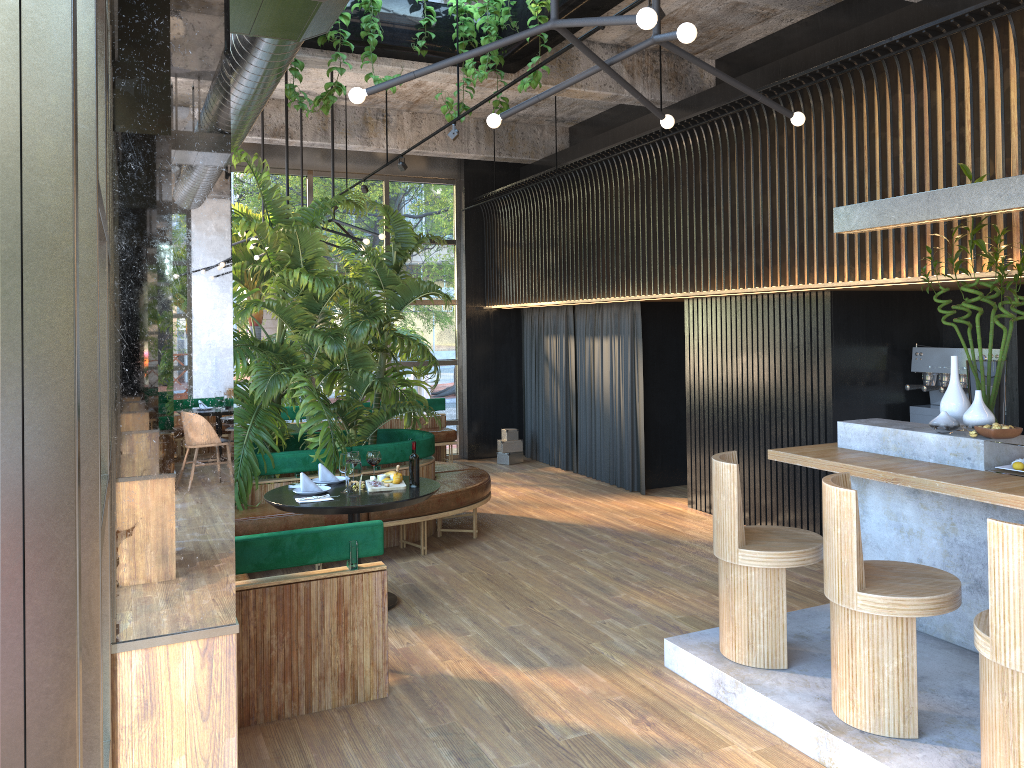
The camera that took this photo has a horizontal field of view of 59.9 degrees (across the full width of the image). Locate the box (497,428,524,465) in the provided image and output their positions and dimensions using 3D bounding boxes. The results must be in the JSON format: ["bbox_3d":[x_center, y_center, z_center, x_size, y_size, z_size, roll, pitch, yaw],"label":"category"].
[{"bbox_3d":[-0.025,0.808,11.565,0.347,0.441,0.268,-2,1,-36],"label":"box"}]

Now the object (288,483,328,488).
[{"bbox_3d":[-1.372,0.670,5.891,0.246,0.019,0.163,1,4,25],"label":"object"}]

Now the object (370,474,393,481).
[{"bbox_3d":[-0.854,0.629,5.954,0.199,0.038,0.062,0,3,8],"label":"object"}]

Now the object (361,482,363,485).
[{"bbox_3d":[-1.002,0.660,5.857,0.034,0.032,0.036,-2,2,-27],"label":"object"}]

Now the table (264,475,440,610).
[{"bbox_3d":[-1.017,1.058,5.751,1.052,0.750,1.150,1,3,34],"label":"table"}]

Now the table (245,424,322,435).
[{"bbox_3d":[-2.525,0.851,9.243,1.154,0.750,1.048,-3,3,-45],"label":"table"}]

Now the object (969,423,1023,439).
[{"bbox_3d":[2.384,0.230,4.406,0.196,0.073,0.223,-1,3,-5],"label":"object"}]

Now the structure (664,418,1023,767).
[{"bbox_3d":[4.801,0.656,3.004,6.077,1.727,6.864,-3,4,-25],"label":"structure"}]

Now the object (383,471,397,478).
[{"bbox_3d":[-0.838,0.623,6.067,0.060,0.072,0.203,-2,3,-34],"label":"object"}]

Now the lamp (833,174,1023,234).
[{"bbox_3d":[4.351,-1.848,2.987,5.190,2.129,6.473,-3,4,-30],"label":"lamp"}]

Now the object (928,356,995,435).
[{"bbox_3d":[2.351,0.054,4.653,0.309,0.397,0.327,0,1,24],"label":"object"}]

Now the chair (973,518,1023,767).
[{"bbox_3d":[1.893,0.932,3.067,0.550,0.968,0.545,-1,0,-1],"label":"chair"}]

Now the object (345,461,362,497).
[{"bbox_3d":[-0.986,0.593,5.527,0.104,0.209,0.107,-1,0,10],"label":"object"}]

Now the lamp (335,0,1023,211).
[{"bbox_3d":[-0.282,-2.301,6.348,3.943,1.529,9.657,-3,4,-26],"label":"lamp"}]

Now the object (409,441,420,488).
[{"bbox_3d":[-0.640,0.524,5.809,0.069,0.299,0.067,-1,0,-9],"label":"object"}]

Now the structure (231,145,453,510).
[{"bbox_3d":[-1.780,-0.356,7.913,2.546,3.433,2.548,-2,1,-40],"label":"structure"}]

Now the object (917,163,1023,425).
[{"bbox_3d":[2.507,-0.379,4.719,0.660,1.548,0.597,-1,0,14],"label":"object"}]

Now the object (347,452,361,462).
[{"bbox_3d":[-1.079,0.565,6.031,0.107,0.200,0.098,-1,0,-36],"label":"object"}]

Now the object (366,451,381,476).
[{"bbox_3d":[-0.942,0.561,6.054,0.107,0.200,0.098,-1,0,-36],"label":"object"}]

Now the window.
[{"bbox_3d":[1.167,-1.611,2.181,4.308,6.485,19.607,-1,3,-23],"label":"window"}]

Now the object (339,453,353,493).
[{"bbox_3d":[-1.057,0.566,5.673,0.097,0.245,0.088,-1,0,-42],"label":"object"}]

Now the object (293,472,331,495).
[{"bbox_3d":[-1.277,0.628,5.671,0.244,0.139,0.222,-3,3,-41],"label":"object"}]

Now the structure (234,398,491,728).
[{"bbox_3d":[2.235,0.812,2.677,6.274,1.546,19.371,-2,4,-24],"label":"structure"}]

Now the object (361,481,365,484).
[{"bbox_3d":[-1.031,0.658,5.912,0.101,0.028,0.125,-2,4,-10],"label":"object"}]

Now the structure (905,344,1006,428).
[{"bbox_3d":[3.441,0.493,6.737,0.571,1.593,0.807,-1,0,-24],"label":"structure"}]

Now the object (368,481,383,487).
[{"bbox_3d":[-0.886,0.650,5.829,0.105,0.013,0.214,-2,4,-19],"label":"object"}]

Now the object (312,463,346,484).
[{"bbox_3d":[-1.241,0.603,6.037,0.244,0.139,0.222,-3,3,-41],"label":"object"}]

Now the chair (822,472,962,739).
[{"bbox_3d":[1.591,0.893,3.724,0.522,0.968,0.573,-1,1,40],"label":"chair"}]

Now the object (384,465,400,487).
[{"bbox_3d":[-0.781,0.596,5.784,0.146,0.123,0.095,-3,2,-43],"label":"object"}]

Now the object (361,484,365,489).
[{"bbox_3d":[-0.968,0.665,5.777,0.033,0.031,0.039,-1,2,1],"label":"object"}]

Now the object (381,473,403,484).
[{"bbox_3d":[-0.789,0.619,5.877,0.162,0.064,0.099,1,3,35],"label":"object"}]

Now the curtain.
[{"bbox_3d":[0.759,0.042,10.707,0.126,2.056,3.153,-1,2,-23],"label":"curtain"}]

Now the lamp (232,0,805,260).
[{"bbox_3d":[2.294,-1.962,3.011,5.292,1.820,18.205,-2,4,-23],"label":"lamp"}]

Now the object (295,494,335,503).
[{"bbox_3d":[-1.189,0.698,5.437,0.265,0.019,0.152,-3,4,-25],"label":"object"}]

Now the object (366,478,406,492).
[{"bbox_3d":[-0.834,0.663,5.859,0.245,0.019,0.345,-2,4,-14],"label":"object"}]

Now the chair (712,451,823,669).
[{"bbox_3d":[1.282,0.851,4.441,0.561,0.968,0.533,-1,0,-15],"label":"chair"}]

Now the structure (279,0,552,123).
[{"bbox_3d":[-0.663,-2.734,6.949,2.164,1.515,1.420,-1,1,3],"label":"structure"}]
